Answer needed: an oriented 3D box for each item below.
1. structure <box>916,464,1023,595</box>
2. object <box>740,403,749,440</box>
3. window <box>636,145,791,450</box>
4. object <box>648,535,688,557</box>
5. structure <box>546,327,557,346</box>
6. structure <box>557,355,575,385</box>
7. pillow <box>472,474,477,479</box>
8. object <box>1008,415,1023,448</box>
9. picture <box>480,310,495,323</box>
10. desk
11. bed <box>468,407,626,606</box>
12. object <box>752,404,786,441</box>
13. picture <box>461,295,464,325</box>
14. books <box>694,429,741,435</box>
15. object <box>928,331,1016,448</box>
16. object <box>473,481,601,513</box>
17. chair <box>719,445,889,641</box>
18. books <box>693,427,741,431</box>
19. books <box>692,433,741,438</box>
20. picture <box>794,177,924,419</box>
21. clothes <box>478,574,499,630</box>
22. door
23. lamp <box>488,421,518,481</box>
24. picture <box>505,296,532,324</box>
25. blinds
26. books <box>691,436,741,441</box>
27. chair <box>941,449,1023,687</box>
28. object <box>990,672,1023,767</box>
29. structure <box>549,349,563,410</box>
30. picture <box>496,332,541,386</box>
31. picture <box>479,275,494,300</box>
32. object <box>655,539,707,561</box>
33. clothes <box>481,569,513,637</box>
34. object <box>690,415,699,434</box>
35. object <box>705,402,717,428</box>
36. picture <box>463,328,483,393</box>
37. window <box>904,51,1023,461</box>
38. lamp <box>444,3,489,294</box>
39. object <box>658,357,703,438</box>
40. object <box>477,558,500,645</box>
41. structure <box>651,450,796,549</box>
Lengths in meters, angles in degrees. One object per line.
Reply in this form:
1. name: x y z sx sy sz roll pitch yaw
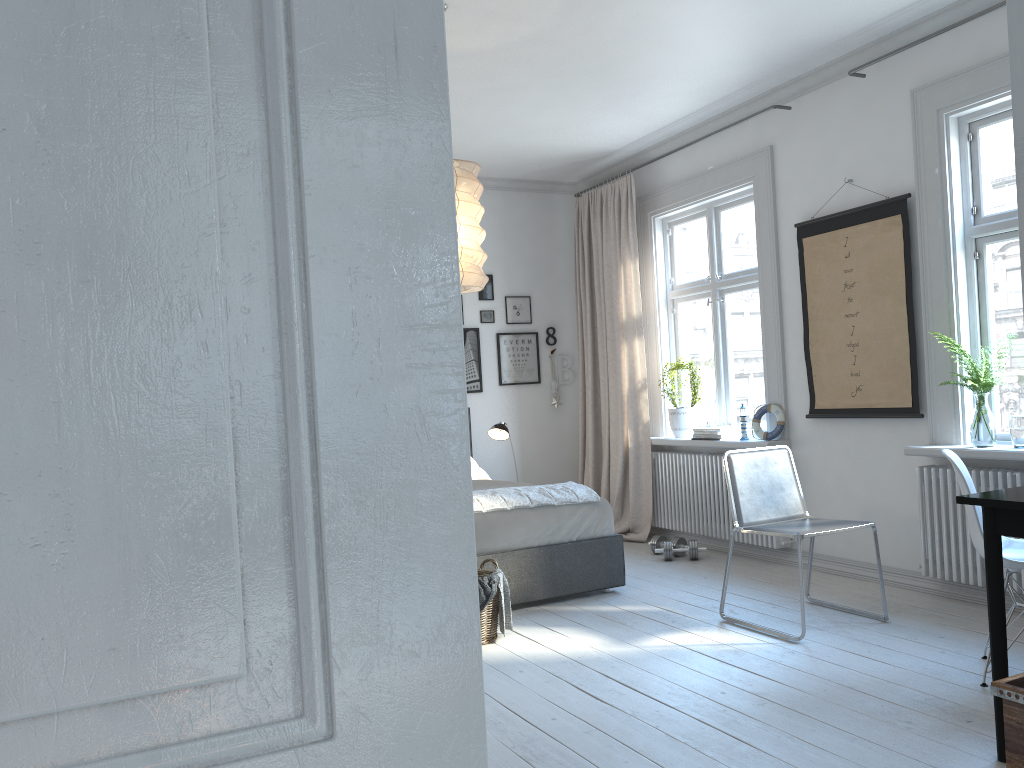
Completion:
1. structure: 2.415 0.652 3.810 0.195 0.547 1.506 -3 0 -26
2. object: 1.463 0.238 5.601 0.060 0.235 0.059 -3 0 16
3. window: 1.419 -0.591 9.693 11.961 7.010 7.982 -3 0 -26
4. object: 1.041 1.074 5.892 0.129 0.129 0.329 -3 0 -42
5. structure: 0.318 -0.387 7.207 0.096 0.151 0.014 -3 0 -26
6. structure: 0.441 -0.116 7.265 0.146 0.239 0.024 -3 0 -26
7. pillow: -0.764 0.604 5.866 1.146 0.225 0.416 -3 -1 -34
8. object: 2.294 0.215 3.997 0.097 0.146 0.097 -3 0 -21
9. picture: -0.192 -0.529 6.965 0.119 0.098 0.010 -3 0 -26
10. desk: 1.966 0.664 2.527 1.159 0.759 0.651 -3 0 -26
11. bed: -0.596 0.701 5.468 1.887 1.046 2.177 -3 0 -26
12. object: 1.569 0.234 5.421 0.079 0.227 0.236 -4 0 -41
13. picture: -0.546 -0.566 6.788 0.365 0.232 0.020 -3 0 -26
14. books: 1.362 0.316 5.869 0.207 0.022 0.254 -3 -1 -25
15. object: 2.196 0.013 4.158 0.414 0.564 0.305 -3 0 8
16. object: -0.232 0.633 4.708 1.459 0.104 0.405 -3 -1 -26
17. chair: 1.326 0.699 4.096 0.562 0.797 0.525 -3 0 -26
18. books: 1.362 0.297 5.864 0.203 0.015 0.269 -3 -1 -29
19. books: 1.365 0.340 5.880 0.207 0.025 0.262 -3 -1 -33
20. picture: 1.865 -0.468 4.823 0.057 1.313 0.793 -4 0 -26
21. clothes: -0.176 1.008 4.072 0.245 0.270 0.298 -3 0 -25
22. door: 0.437 -0.136 1.160 2.597 2.505 0.578 -3 0 -26
23. lamp: 0.073 0.734 6.671 0.800 0.936 0.450 -3 0 -44
24. picture: 0.052 -0.591 7.088 0.225 0.220 0.010 -3 0 -26
25. blinds: 0.695 -0.163 6.640 0.224 2.647 0.831 -4 0 -26
26. books: 1.360 0.358 5.863 0.219 0.013 0.272 -3 -1 -30
27. chair: 1.877 0.643 3.197 0.554 0.824 0.474 -3 0 29
28. object: 1.661 0.917 2.371 0.664 0.282 0.339 -3 0 -26
29. structure: 0.339 -0.043 7.185 0.134 0.514 0.078 -4 0 -38
30. picture: 0.055 -0.202 7.077 0.364 0.415 0.021 -3 0 -26
31. picture: -0.205 -0.759 6.964 0.128 0.202 0.011 -3 0 -26
32. object: 1.086 1.069 5.708 0.328 0.129 0.129 -3 0 8
33. clothes: -0.164 1.022 4.119 0.283 0.288 0.235 -3 0 13
34. object: 1.262 0.290 6.090 0.059 0.165 0.196 -3 0 24
35. object: 1.330 0.206 5.931 0.074 0.173 0.074 -3 0 19
36. picture: -0.319 -0.183 6.892 0.165 0.504 0.020 -3 0 -26
37. window: 9.414 -2.584 18.876 26.533 15.022 25.654 -3 0 -26
38. lamp: -0.302 -1.017 3.826 0.338 1.231 0.340 -3 0 5
39. object: 1.205 0.091 6.265 0.385 0.574 0.216 -3 0 44
40. object: -0.200 1.015 4.125 0.319 0.351 0.319 -3 0 5
41. structure: 1.340 0.740 5.987 0.195 0.547 1.506 -3 0 -26
